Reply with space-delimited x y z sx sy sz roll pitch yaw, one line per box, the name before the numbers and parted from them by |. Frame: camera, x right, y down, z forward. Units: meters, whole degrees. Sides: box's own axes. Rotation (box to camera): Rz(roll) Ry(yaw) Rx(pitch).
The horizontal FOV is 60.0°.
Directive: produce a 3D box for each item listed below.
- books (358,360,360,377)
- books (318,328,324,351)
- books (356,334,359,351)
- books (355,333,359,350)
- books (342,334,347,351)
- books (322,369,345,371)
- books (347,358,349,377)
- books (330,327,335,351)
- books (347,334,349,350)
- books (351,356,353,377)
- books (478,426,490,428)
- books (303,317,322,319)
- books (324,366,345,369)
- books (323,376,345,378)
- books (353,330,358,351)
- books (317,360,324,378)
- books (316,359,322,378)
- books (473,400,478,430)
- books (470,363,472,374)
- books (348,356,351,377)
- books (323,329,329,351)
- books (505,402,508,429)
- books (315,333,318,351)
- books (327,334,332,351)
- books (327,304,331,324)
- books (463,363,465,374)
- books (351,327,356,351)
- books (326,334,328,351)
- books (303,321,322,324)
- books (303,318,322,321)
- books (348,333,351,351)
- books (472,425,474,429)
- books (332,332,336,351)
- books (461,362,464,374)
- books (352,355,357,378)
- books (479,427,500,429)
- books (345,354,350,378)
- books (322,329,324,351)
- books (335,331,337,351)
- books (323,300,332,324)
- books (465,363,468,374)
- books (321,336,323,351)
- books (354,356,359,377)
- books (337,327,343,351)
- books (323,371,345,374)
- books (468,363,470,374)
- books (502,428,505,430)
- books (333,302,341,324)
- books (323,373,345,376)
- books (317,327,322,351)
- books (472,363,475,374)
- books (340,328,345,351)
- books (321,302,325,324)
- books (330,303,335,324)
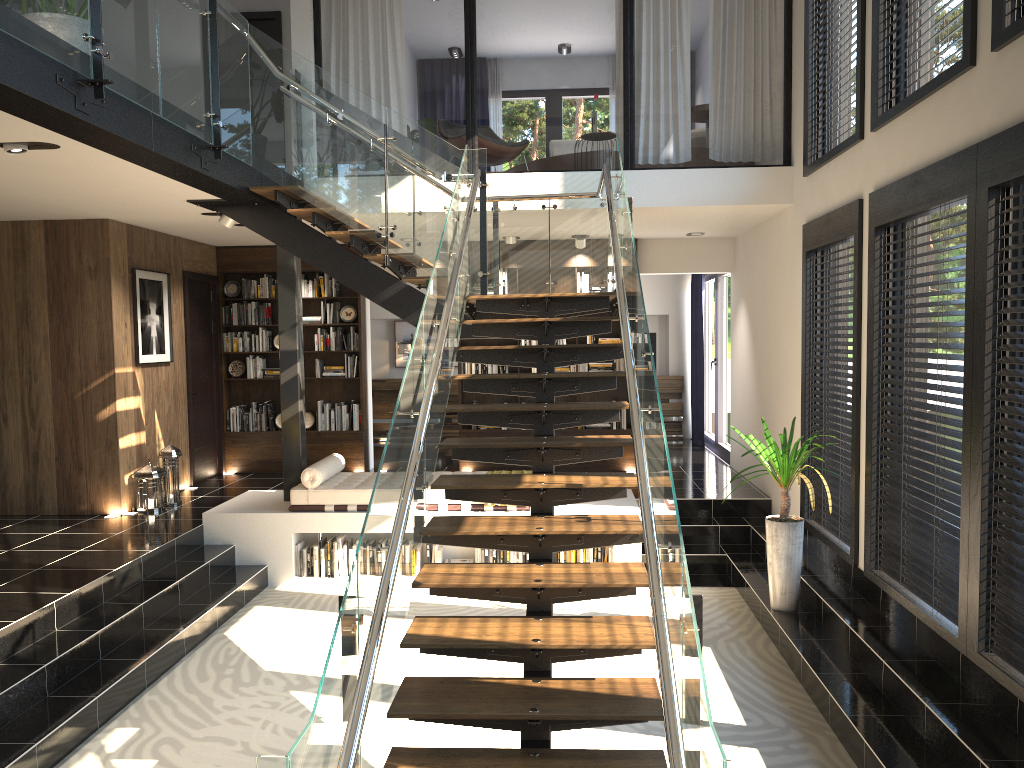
books | -1.796 -0.185 10.540 0.021 0.204 0.169 -1 4 3
books | -2.258 -0.529 10.508 0.019 0.272 0.175 -1 4 3
books | -1.806 -0.494 10.470 0.026 0.196 0.169 -1 4 3
books | -1.829 -0.497 10.488 0.023 0.200 0.120 -1 4 3
books | -1.968 -0.495 10.513 0.060 0.196 0.119 -1 4 3
books | -2.106 -0.169 10.570 0.266 0.019 0.157 0 3 5
books | -1.931 -0.195 10.561 0.024 0.226 0.141 -1 4 3
books | -2.119 -0.535 10.503 0.020 0.281 0.152 -1 4 3
books | -1.926 -0.492 10.501 0.026 0.190 0.121 -1 4 3
books | -1.885 -0.212 10.566 0.038 0.257 0.138 -1 4 3
books | -0.263 0.495 10.508 0.258 0.024 0.167 -1 3 4
books | -2.383 -0.788 10.571 0.264 0.021 0.189 -1 3 1
books | -2.106 -0.194 10.577 0.239 0.031 0.146 -1 3 4
books | -2.105 -0.091 10.572 0.245 0.021 0.159 0 3 5
books | -1.849 -0.520 10.495 0.018 0.246 0.144 -1 4 3
books | -2.276 -0.180 10.553 0.036 0.206 0.215 -1 3 3
books | -2.306 -0.190 10.582 0.028 0.224 0.161 -1 4 3
books | -0.431 0.366 10.479 0.028 0.340 0.203 -1 4 3
books | -0.473 -0.218 10.465 0.023 0.245 0.159 -1 4 3
books | -1.914 -0.204 10.527 0.014 0.247 0.192 -1 4 3
books | -2.198 -0.519 10.495 0.021 0.253 0.167 -1 4 3
books | -0.069 0.376 10.490 0.031 0.310 0.169 -1 4 3
books | -2.308 -0.499 10.539 0.033 0.211 0.132 -1 4 3
books | -2.146 -0.490 10.487 0.032 0.195 0.182 -1 3 3
books | -2.151 -0.832 10.515 0.025 0.235 0.231 -1 3 3
books | -0.554 -0.214 10.486 0.028 0.238 0.134 -1 4 3
books | -1.868 -0.535 10.473 0.016 0.279 0.201 -1 4 3
books | -2.173 -0.494 10.517 0.026 0.200 0.154 -1 4 3
books | -2.382 -0.731 10.579 0.239 0.033 0.176 -1 3 1
books | -2.383 -0.762 10.563 0.266 0.030 0.209 -1 3 4
books | -1.904 -0.500 10.480 0.020 0.209 0.147 -1 4 3
books | -0.454 0.399 10.527 0.025 0.271 0.156 -1 4 3
books | -2.096 -0.504 10.493 0.027 0.219 0.139 -1 4 3
books | -0.581 -0.209 10.483 0.025 0.227 0.156 -1 4 3
books | -1.862 -0.214 10.518 0.013 0.267 0.177 -1 4 3
books | -0.262 0.519 10.526 0.247 0.026 0.148 -1 3 2
books | -1.952 -0.220 10.537 0.014 0.279 0.202 -1 4 3
books | -2.214 -0.519 10.504 0.014 0.253 0.169 -1 4 3
books | -2.067 -0.515 10.514 0.030 0.239 0.146 -1 4 3
books | -2.189 -0.857 10.514 0.049 0.286 0.259 -1 3 4
books | -0.528 -0.235 10.449 0.028 0.282 0.168 -1 4 3
books | -2.234 -0.484 10.515 0.028 0.181 0.130 -1 4 3
books | -1.832 -0.208 10.512 0.047 0.254 0.210 -1 4 3
books | -2.035 -0.533 10.495 0.037 0.277 0.179 -1 4 3
books | -2.106 -0.144 10.566 0.263 0.030 0.159 -1 3 1
books | -0.499 -0.194 10.448 0.028 0.200 0.175 -1 4 3
books | -0.101 0.390 10.474 0.030 0.284 0.176 -1 4 3
books | -2.075 -0.841 10.513 0.035 0.251 0.196 -1 4 3
books | -2.106 -0.114 10.559 0.271 0.028 0.174 -1 3 -1
books | -2.280 -0.534 10.527 0.025 0.281 0.145 -1 4 3
books | -0.448 -0.224 10.445 0.029 0.258 0.181 -1 4 3
books | -2.009 -0.526 10.487 0.016 0.262 0.155 -1 4 3
books | -2.224 -0.847 10.533 0.023 0.265 0.218 -1 4 3
books | -2.115 -0.835 10.531 0.047 0.238 0.225 -1 3 3
